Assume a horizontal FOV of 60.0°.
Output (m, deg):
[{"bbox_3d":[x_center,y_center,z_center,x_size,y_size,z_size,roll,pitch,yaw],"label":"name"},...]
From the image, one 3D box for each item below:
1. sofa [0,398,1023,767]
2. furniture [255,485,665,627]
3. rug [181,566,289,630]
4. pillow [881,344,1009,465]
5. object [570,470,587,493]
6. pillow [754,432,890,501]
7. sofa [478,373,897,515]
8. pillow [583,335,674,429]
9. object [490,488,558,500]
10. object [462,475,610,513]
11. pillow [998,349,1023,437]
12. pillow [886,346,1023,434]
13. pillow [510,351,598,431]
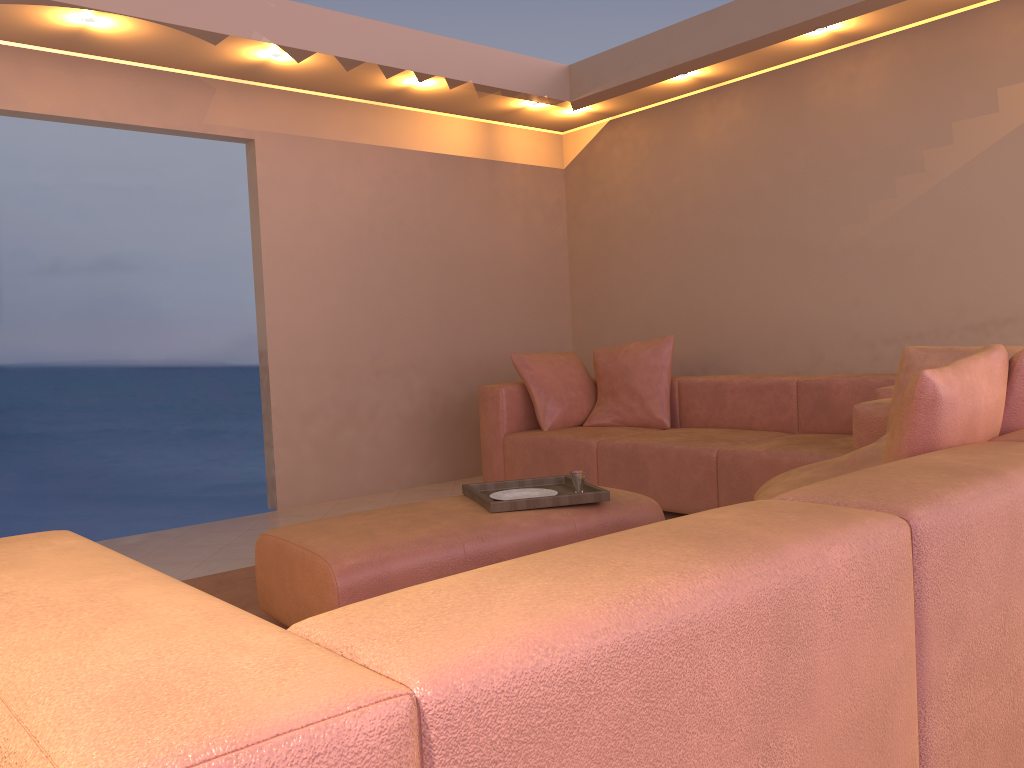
[{"bbox_3d":[0.516,0.458,1.722,2.781,0.672,0.943,-5,3,-40],"label":"sofa"},{"bbox_3d":[-0.153,0.569,3.068,1.291,0.301,0.685,-5,3,-35],"label":"furniture"},{"bbox_3d":[-0.494,0.782,3.131,2.626,0.005,1.833,-5,3,-40],"label":"rug"},{"bbox_3d":[0.869,0.162,1.823,0.211,0.468,0.470,0,3,45],"label":"pillow"},{"bbox_3d":[0.232,0.351,3.083,0.061,0.091,0.061,-1,3,34],"label":"object"},{"bbox_3d":[0.887,0.236,2.345,0.514,0.292,0.517,-2,3,19],"label":"pillow"},{"bbox_3d":[1.032,0.306,4.626,0.943,0.672,2.781,-5,3,-40],"label":"sofa"},{"bbox_3d":[0.696,-0.010,5.208,0.582,0.528,0.302,-1,3,33],"label":"pillow"},{"bbox_3d":[0.041,0.395,3.110,0.240,0.018,0.240,-2,3,13],"label":"object"},{"bbox_3d":[0.073,0.387,3.169,0.421,0.034,0.436,-4,3,-15],"label":"object"},{"bbox_3d":[1.169,0.134,2.075,0.255,0.446,0.492,-1,3,33],"label":"pillow"},{"bbox_3d":[1.273,0.121,2.411,0.314,0.455,0.519,-5,3,-44],"label":"pillow"},{"bbox_3d":[0.305,0.043,5.379,0.554,0.486,0.335,-5,3,-44],"label":"pillow"}]
